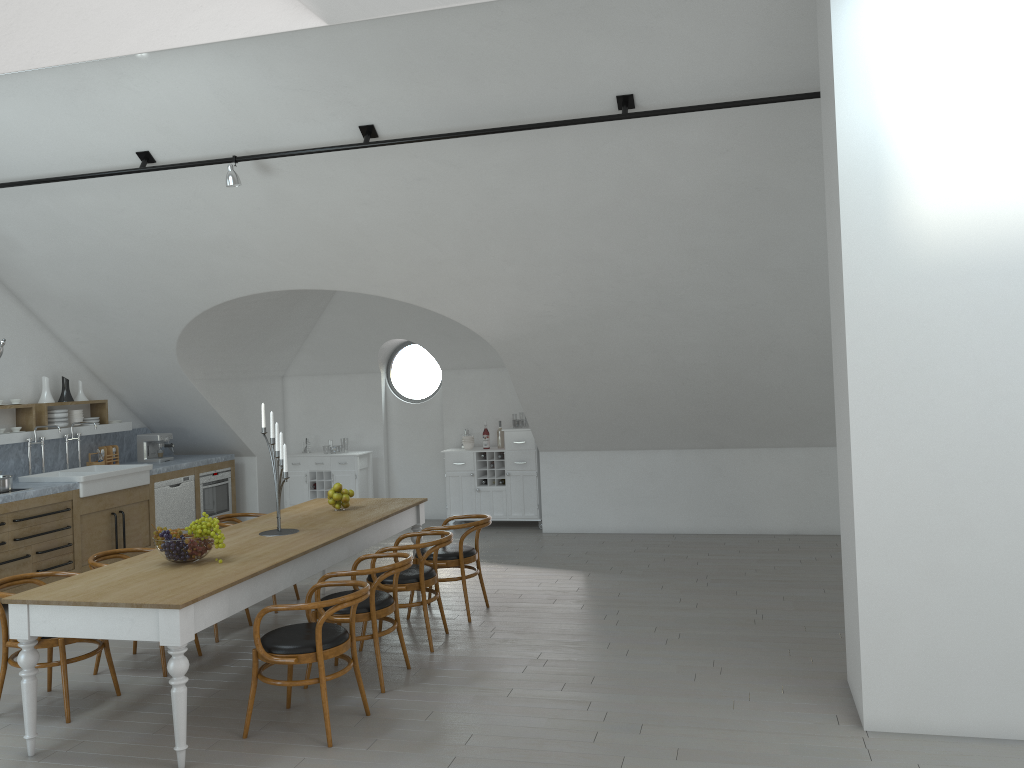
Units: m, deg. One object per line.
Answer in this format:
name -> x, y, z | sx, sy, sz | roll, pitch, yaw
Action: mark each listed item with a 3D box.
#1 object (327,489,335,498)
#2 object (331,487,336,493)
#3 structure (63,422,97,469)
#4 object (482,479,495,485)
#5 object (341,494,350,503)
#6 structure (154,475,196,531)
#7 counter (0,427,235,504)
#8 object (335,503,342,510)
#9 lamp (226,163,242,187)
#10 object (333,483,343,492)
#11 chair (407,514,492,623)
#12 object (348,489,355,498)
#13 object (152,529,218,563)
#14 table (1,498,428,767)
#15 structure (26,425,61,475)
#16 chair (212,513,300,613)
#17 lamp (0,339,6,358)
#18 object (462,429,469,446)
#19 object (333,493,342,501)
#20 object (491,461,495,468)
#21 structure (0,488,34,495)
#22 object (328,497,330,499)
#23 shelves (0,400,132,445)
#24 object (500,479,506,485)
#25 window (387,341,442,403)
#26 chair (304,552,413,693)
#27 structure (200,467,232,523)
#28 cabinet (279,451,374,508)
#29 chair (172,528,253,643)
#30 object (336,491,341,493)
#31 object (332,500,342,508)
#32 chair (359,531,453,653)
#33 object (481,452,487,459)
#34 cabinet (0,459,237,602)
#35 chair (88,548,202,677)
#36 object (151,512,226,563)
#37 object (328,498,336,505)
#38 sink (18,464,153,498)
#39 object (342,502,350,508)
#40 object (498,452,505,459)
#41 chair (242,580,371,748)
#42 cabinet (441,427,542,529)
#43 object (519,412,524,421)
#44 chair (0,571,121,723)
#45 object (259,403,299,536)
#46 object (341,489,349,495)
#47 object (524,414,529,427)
object -> -1.393, 0.851, 6.851 | 0.066, 0.071, 0.072 | -2, 0, -16
object -> -1.387, 0.833, 6.937 | 0.062, 0.059, 0.062 | -2, 0, 15
structure -> -4.376, 0.651, 9.065 | 0.332, 0.530, 0.214 | -2, -1, -5
object -> -0.257, 1.148, 10.527 | 0.156, 0.085, 0.331 | -2, 1, 16
object -> -1.284, 0.883, 6.829 | 0.071, 0.072, 0.070 | -2, 0, -21
structure -> -3.894, 1.438, 9.606 | 0.598, 0.823, 0.724 | -2, 0, 15
counter -> -4.601, 0.687, 7.746 | 0.961, 0.620, 6.576 | -2, 1, 15
object -> -1.340, 0.942, 6.833 | 0.049, 0.050, 0.051 | -2, 0, 18
lamp -> -2.093, -1.568, 6.660 | 0.113, 0.175, 0.114 | -2, 0, -23
object -> -1.349, 0.801, 6.868 | 0.072, 0.074, 0.072 | -2, 0, 15
chair -> -0.448, 1.381, 6.741 | 0.621, 0.735, 0.527 | -2, 0, 17
object -> -1.259, 0.853, 6.906 | 0.063, 0.063, 0.062 | -2, 0, -23
object -> -1.877, 0.948, 5.109 | 0.360, 0.159, 0.360 | -2, 1, -5
table -> -1.598, 1.403, 5.868 | 1.018, 0.799, 3.349 | -2, 1, 15
structure -> -4.498, 0.663, 8.592 | 0.332, 0.530, 0.214 | -2, -1, -5
chair -> -2.118, 1.441, 7.226 | 0.621, 0.735, 0.527 | -2, 0, 11
lamp -> -4.322, -0.290, 7.451 | 0.169, 0.176, 0.112 | -2, 0, 7
object -> -0.564, 0.656, 10.845 | 0.115, 0.209, 0.065 | -2, -1, 17
object -> -1.340, 0.866, 6.801 | 0.071, 0.064, 0.072 | -2, 0, 8
object -> -0.195, 0.951, 10.516 | 0.085, 0.085, 0.331 | -2, 1, 14
structure -> -4.588, 0.954, 7.478 | 0.647, 0.041, 0.737 | -2, 1, 15
object -> -1.405, 0.879, 6.908 | 0.062, 0.059, 0.062 | -2, 0, 19
shelves -> -4.976, -0.096, 7.323 | 0.480, 1.362, 5.550 | -2, 1, 9
object -> -0.091, 1.145, 10.477 | 0.081, 0.081, 0.358 | -2, 1, 12
window -> -1.215, -0.158, 11.325 | 0.899, 0.900, 0.060 | -2, -1, 15
chair -> -0.894, 1.417, 5.359 | 0.621, 0.735, 0.527 | -2, 0, 15
structure -> -3.704, 1.325, 10.338 | 0.630, 0.637, 0.632 | -2, 0, 15
cabinet -> -2.286, 1.251, 10.911 | 1.134, 0.789, 0.497 | -2, 0, 15
chair -> -2.309, 1.458, 6.529 | 0.621, 0.735, 0.527 | -2, 0, 18
object -> -1.345, 0.848, 6.907 | 0.053, 0.051, 0.052 | -2, 0, -14
object -> -1.364, 0.928, 6.897 | 0.080, 0.074, 0.078 | -2, 0, -30
chair -> -0.696, 1.400, 6.059 | 0.621, 0.735, 0.527 | -2, 0, 10
object -> -0.299, 0.844, 10.536 | 0.092, 0.094, 0.359 | -2, 1, 15
cabinet -> -4.566, 1.507, 7.656 | 1.003, 1.022, 6.429 | -2, 1, 15
chair -> -2.434, 1.473, 5.809 | 0.621, 0.735, 0.527 | -2, 0, 11
object -> -1.859, 0.884, 5.090 | 0.394, 0.284, 0.292 | -2, 0, -21
object -> -1.387, 0.905, 6.826 | 0.059, 0.056, 0.059 | -2, 0, 9
sink -> -4.162, 0.950, 8.718 | 0.727, 0.202, 1.021 | -2, 1, 15
object -> -1.291, 0.932, 6.884 | 0.063, 0.063, 0.064 | -2, 0, 26
object -> -0.100, 0.841, 10.476 | 0.087, 0.085, 0.360 | -2, 1, 15
chair -> -1.037, 1.433, 4.645 | 0.621, 0.735, 0.527 | -2, 0, 18
cabinet -> -0.183, 1.104, 10.562 | 1.242, 1.154, 0.610 | -2, -1, 15
object -> 0.115, 0.428, 10.573 | 0.054, 0.179, 0.054 | -2, -1, 9
chair -> -2.674, 1.492, 5.122 | 0.621, 0.735, 0.527 | -2, 0, 15
object -> -1.599, 0.566, 6.047 | 0.265, 0.875, 0.774 | -2, 0, -11
object -> -1.294, 0.838, 6.861 | 0.058, 0.057, 0.053 | -2, 0, 29
object -> 0.179, 0.422, 10.575 | 0.063, 0.187, 0.063 | -2, -1, 1
